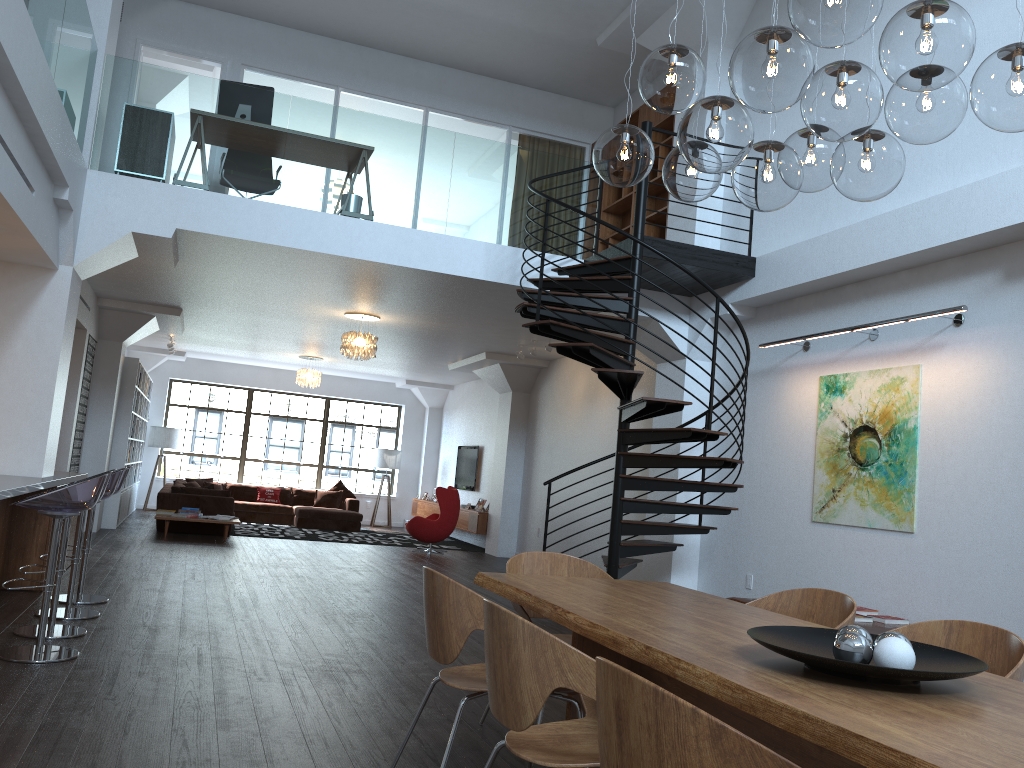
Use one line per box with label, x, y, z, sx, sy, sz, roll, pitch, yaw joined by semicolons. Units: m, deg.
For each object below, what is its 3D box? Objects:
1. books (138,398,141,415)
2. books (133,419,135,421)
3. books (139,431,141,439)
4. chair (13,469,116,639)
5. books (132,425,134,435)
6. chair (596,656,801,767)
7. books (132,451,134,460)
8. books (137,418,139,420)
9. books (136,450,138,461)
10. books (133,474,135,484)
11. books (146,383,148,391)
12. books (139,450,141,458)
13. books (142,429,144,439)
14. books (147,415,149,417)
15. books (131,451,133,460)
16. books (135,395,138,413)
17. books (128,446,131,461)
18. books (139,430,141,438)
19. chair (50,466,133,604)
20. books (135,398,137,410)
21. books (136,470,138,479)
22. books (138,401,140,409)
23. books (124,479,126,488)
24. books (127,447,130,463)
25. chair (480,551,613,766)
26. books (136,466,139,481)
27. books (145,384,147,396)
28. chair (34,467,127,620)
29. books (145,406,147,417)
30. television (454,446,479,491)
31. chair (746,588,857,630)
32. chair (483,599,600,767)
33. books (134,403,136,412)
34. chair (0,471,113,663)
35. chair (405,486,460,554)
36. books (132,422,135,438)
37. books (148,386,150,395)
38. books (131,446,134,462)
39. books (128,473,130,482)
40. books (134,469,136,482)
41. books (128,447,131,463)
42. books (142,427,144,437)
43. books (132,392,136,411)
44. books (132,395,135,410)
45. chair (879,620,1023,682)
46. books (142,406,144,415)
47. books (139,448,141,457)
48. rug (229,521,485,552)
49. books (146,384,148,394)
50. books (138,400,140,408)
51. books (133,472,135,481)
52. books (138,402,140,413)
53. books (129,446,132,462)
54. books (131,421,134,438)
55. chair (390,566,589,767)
books;-6.114;0.362;14.320;0.197;0.283;0.065;7;-7;-19
books;-5.888;0.679;13.573;0.176;0.294;0.102;7;-7;-19
books;-6.537;0.890;15.446;0.106;0.162;0.032;7;-7;-19
chair;-2.756;1.006;5.436;0.481;1.014;0.530;8;-7;-21
books;-5.838;0.695;13.444;0.174;0.239;0.045;7;-7;-19
chair;0.435;0.989;1.753;0.618;0.833;0.629;7;-7;-19
books;-6.186;1.139;14.274;0.161;0.223;0.026;7;-7;-20
books;-5.968;0.536;13.876;0.223;0.027;0.161;6;-6;-10
books;-6.454;1.185;15.044;0.182;0.253;0.098;7;-7;-19
books;-6.539;1.567;15.133;0.183;0.253;0.034;7;-7;-20
books;-6.466;0.094;15.456;0.183;0.253;0.034;7;-7;-19
books;-6.830;1.285;16.070;0.161;0.221;0.035;7;-7;-20
books;-6.825;0.923;16.192;0.161;0.207;0.135;7;-7;-20
books;-6.923;0.583;16.500;0.254;0.032;0.174;3;-6;16
books;-6.044;1.094;13.885;0.183;0.253;0.034;7;-7;-20
books;-5.865;0.307;13.637;0.176;0.291;0.053;7;-7;-19
books;-5.881;1.056;13.402;0.183;0.253;0.034;7;-7;-19
books;-6.534;0.885;15.419;0.120;0.167;0.020;7;-7;-19
chair;-3.166;1.099;6.632;0.481;1.014;0.530;7;-7;-17
books;-5.809;0.320;13.478;0.174;0.240;0.054;7;-7;-19
books;-6.823;1.628;15.898;0.189;0.247;0.057;7;-7;-19
books;-6.046;0.368;14.143;0.170;0.245;0.057;7;-7;-19
books;-5.904;1.429;13.336;0.183;0.253;0.042;7;-7;-19
books;-5.851;1.054;13.326;0.171;0.246;0.057;7;-7;-19
chair;0.246;1.229;4.111;0.629;0.833;0.618;8;-7;-24
books;-6.915;1.625;16.153;0.176;0.290;0.053;7;-7;-19
books;-6.459;0.091;15.424;0.183;0.253;0.034;7;-7;-19
chair;-2.954;1.053;6.040;0.481;1.014;0.530;8;-7;-21
books;-6.707;0.509;16.015;0.183;0.253;0.034;7;-7;-20
television;-0.846;1.549;16.388;0.013;0.816;1.324;7;-7;-19
chair;1.045;1.244;3.589;0.617;0.830;0.629;7;-7;-19
chair;0.178;1.044;2.470;0.618;0.833;0.629;7;-7;-19
books;-5.781;0.323;13.408;0.161;0.223;0.032;7;-7;-19
chair;-2.517;0.963;4.851;0.481;1.014;0.530;7;-7;-17
chair;-1.203;2.035;13.483;0.801;1.006;0.798;5;-6;6
books;-5.859;0.694;13.515;0.182;0.253;0.034;7;-7;-19
books;-6.782;0.158;16.319;0.183;0.253;0.042;7;-7;-19
books;-6.096;1.106;14.037;0.183;0.253;0.034;7;-7;-20
books;-6.172;1.514;14.105;0.146;0.202;0.027;7;-7;-19
books;-6.592;1.579;15.285;0.183;0.253;0.034;7;-7;-20
books;-5.888;1.059;13.435;0.183;0.253;0.034;7;-7;-19
books;-6.780;0.888;16.054;0.183;0.253;0.042;7;-7;-19
books;-5.583;0.253;12.901;0.176;0.290;0.053;7;-7;-19
books;-5.567;0.270;12.823;0.174;0.242;0.105;7;-7;-19
chair;1.297;1.189;2.866;0.618;0.833;0.629;7;-7;-18
books;-6.549;0.484;15.532;0.158;0.226;0.052;7;-7;-19
books;-6.788;1.251;15.942;0.183;0.253;0.042;7;-7;-19
rug;-2.731;2.570;15.047;4.200;0.007;3.100;7;-7;-18
books;-6.512;0.104;15.584;0.183;0.253;0.034;7;-7;-19
books;-5.975;0.350;13.960;0.182;0.253;0.034;7;-7;-19
books;-6.532;1.565;15.100;0.183;0.253;0.034;7;-7;-20
books;-6.060;0.375;14.192;0.174;0.239;0.045;7;-7;-19
books;-5.934;1.068;13.563;0.183;0.253;0.034;7;-7;-19
books;-5.805;0.681;13.350;0.182;0.253;0.034;7;-7;-19
chair;-0.068;1.102;3.209;0.618;0.833;0.629;8;-7;-21
